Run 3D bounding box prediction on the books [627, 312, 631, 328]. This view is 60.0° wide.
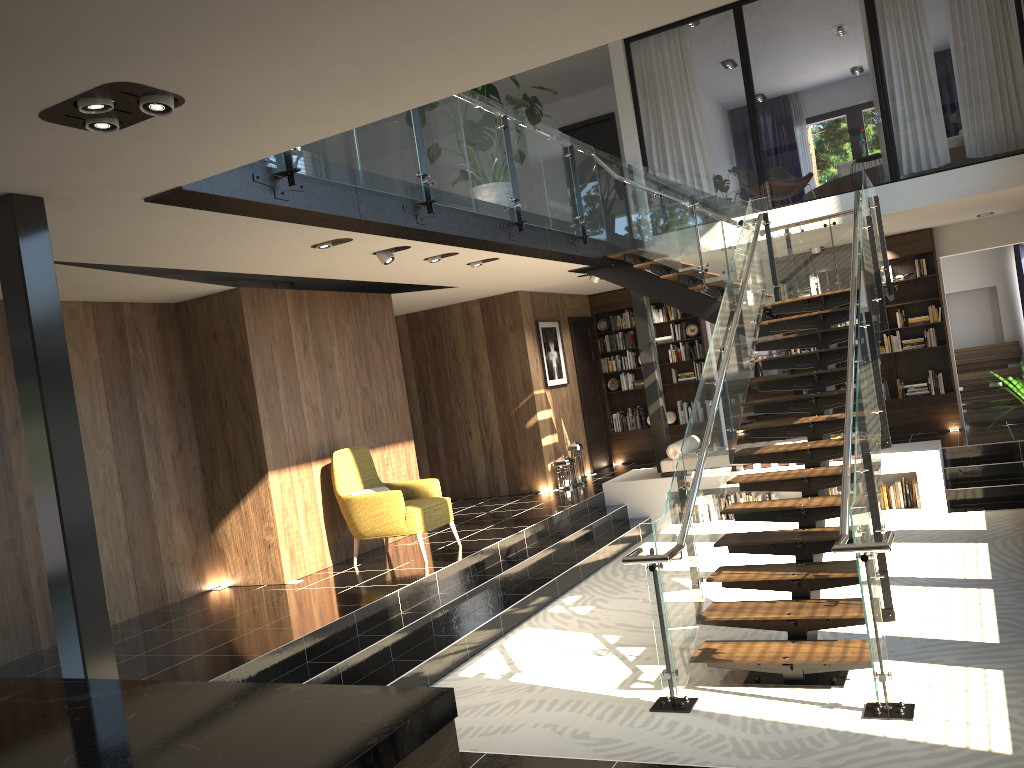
[{"bbox_3d":[1.848,-0.997,13.748,0.020,0.245,0.228,-8,0,27],"label":"books"}]

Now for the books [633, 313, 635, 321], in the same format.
[{"bbox_3d":[1.935,-0.996,13.729,0.030,0.217,0.165,-8,0,27],"label":"books"}]

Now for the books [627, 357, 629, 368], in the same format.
[{"bbox_3d":[1.841,-0.344,13.825,0.027,0.214,0.159,-8,0,27],"label":"books"}]

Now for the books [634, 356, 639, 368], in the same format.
[{"bbox_3d":[1.929,-0.341,13.770,0.015,0.181,0.136,-8,0,27],"label":"books"}]

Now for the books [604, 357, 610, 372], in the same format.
[{"bbox_3d":[1.513,-0.304,13.958,0.022,0.235,0.194,-8,0,27],"label":"books"}]

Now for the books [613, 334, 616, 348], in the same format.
[{"bbox_3d":[1.644,-0.653,13.879,0.018,0.256,0.172,-8,0,27],"label":"books"}]

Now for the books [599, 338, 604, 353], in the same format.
[{"bbox_3d":[1.426,-0.607,13.991,0.023,0.231,0.143,-8,0,27],"label":"books"}]

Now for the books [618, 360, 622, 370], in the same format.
[{"bbox_3d":[1.715,-0.301,13.879,0.026,0.167,0.173,-8,0,27],"label":"books"}]

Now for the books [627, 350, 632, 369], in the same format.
[{"bbox_3d":[1.845,-0.380,13.793,0.018,0.284,0.197,-8,0,27],"label":"books"}]

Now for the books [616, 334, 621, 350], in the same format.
[{"bbox_3d":[1.687,-0.659,13.866,0.032,0.255,0.159,-8,0,27],"label":"books"}]

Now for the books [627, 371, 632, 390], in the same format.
[{"bbox_3d":[1.847,-0.056,13.824,0.032,0.279,0.133,-8,0,27],"label":"books"}]

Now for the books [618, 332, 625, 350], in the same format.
[{"bbox_3d":[1.727,-0.675,13.824,0.033,0.273,0.189,-8,0,27],"label":"books"}]

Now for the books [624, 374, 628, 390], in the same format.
[{"bbox_3d":[1.807,-0.033,13.862,0.032,0.245,0.120,-8,0,27],"label":"books"}]

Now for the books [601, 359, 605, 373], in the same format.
[{"bbox_3d":[1.467,-0.291,14.022,0.030,0.224,0.165,-8,0,27],"label":"books"}]

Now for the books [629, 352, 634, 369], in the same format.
[{"bbox_3d":[1.882,-0.373,13.778,0.021,0.260,0.197,-8,0,27],"label":"books"}]

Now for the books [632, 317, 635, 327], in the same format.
[{"bbox_3d":[1.914,-0.958,13.754,0.040,0.149,0.125,-8,0,27],"label":"books"}]

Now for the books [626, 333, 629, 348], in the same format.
[{"bbox_3d":[1.820,-0.674,13.796,0.024,0.242,0.144,-8,0,27],"label":"books"}]

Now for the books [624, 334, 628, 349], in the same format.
[{"bbox_3d":[1.802,-0.665,13.800,0.014,0.230,0.172,-8,0,27],"label":"books"}]

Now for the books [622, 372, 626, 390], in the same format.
[{"bbox_3d":[1.771,-0.042,13.851,0.018,0.275,0.143,-8,0,27],"label":"books"}]

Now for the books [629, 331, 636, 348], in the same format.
[{"bbox_3d":[1.869,-0.693,13.776,0.035,0.266,0.133,-8,0,27],"label":"books"}]

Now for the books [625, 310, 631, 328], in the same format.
[{"bbox_3d":[1.820,-1.009,13.734,0.012,0.278,0.227,-8,0,27],"label":"books"}]

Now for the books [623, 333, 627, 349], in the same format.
[{"bbox_3d":[1.788,-0.667,13.821,0.028,0.240,0.148,-8,0,27],"label":"books"}]

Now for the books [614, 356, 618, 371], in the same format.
[{"bbox_3d":[1.664,-0.327,13.911,0.036,0.235,0.169,-8,0,27],"label":"books"}]

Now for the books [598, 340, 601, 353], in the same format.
[{"bbox_3d":[1.416,-0.597,14.018,0.023,0.215,0.147,-8,0,27],"label":"books"}]

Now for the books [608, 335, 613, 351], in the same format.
[{"bbox_3d":[1.573,-0.645,13.908,0.027,0.260,0.180,-8,0,27],"label":"books"}]

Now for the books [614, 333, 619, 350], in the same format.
[{"bbox_3d":[1.652,-0.659,13.854,0.019,0.264,0.174,-8,0,27],"label":"books"}]

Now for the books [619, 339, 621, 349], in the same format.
[{"bbox_3d":[1.712,-0.646,13.850,0.024,0.220,0.123,-8,0,27],"label":"books"}]

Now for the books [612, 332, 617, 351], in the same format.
[{"bbox_3d":[1.628,-0.667,13.889,0.015,0.287,0.154,-8,0,27],"label":"books"}]

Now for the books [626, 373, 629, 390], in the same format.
[{"bbox_3d":[1.827,-0.046,13.844,0.024,0.265,0.147,-8,0,27],"label":"books"}]

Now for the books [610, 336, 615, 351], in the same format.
[{"bbox_3d":[1.594,-0.639,13.875,0.039,0.243,0.179,-8,0,27],"label":"books"}]

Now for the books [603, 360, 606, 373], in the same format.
[{"bbox_3d":[1.500,-0.280,13.999,0.045,0.192,0.164,-8,0,27],"label":"books"}]

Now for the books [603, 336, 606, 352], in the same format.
[{"bbox_3d":[1.472,-0.626,13.988,0.066,0.255,0.127,-8,0,27],"label":"books"}]

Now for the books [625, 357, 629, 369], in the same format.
[{"bbox_3d":[1.809,-0.329,13.816,0.025,0.194,0.172,-8,0,27],"label":"books"}]

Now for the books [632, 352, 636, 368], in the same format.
[{"bbox_3d":[1.912,-0.370,13.787,0.023,0.245,0.133,-8,0,27],"label":"books"}]

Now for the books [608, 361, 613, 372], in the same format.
[{"bbox_3d":[1.572,-0.280,13.961,0.037,0.169,0.148,-8,0,27],"label":"books"}]

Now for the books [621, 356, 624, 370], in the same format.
[{"bbox_3d":[1.750,-0.331,13.867,0.053,0.216,0.151,-8,0,27],"label":"books"}]

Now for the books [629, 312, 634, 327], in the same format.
[{"bbox_3d":[1.871,-0.995,13.748,0.020,0.235,0.206,-8,0,27],"label":"books"}]

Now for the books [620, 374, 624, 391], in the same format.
[{"bbox_3d":[1.747,-0.030,13.852,0.026,0.257,0.192,-8,0,27],"label":"books"}]

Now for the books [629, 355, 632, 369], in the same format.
[{"bbox_3d":[1.873,-0.347,13.798,0.018,0.210,0.157,-8,0,27],"label":"books"}]

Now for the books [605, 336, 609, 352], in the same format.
[{"bbox_3d":[1.526,-0.635,13.930,0.035,0.255,0.183,-8,0,27],"label":"books"}]

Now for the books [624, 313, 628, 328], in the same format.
[{"bbox_3d":[1.807,-0.988,13.743,0.025,0.239,0.219,-8,0,27],"label":"books"}]

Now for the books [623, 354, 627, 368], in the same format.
[{"bbox_3d":[1.791,-0.351,13.836,0.020,0.243,0.154,-8,0,27],"label":"books"}]

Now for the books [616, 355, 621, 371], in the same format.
[{"bbox_3d":[1.682,-0.331,13.879,0.026,0.237,0.164,-8,0,27],"label":"books"}]

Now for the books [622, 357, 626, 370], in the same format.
[{"bbox_3d":[1.766,-0.328,13.821,0.016,0.206,0.204,-8,0,27],"label":"books"}]

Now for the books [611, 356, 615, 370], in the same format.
[{"bbox_3d":[1.615,-0.320,13.952,0.019,0.236,0.139,-8,0,27],"label":"books"}]

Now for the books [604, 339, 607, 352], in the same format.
[{"bbox_3d":[1.505,-0.606,13.945,0.025,0.204,0.191,-8,0,27],"label":"books"}]

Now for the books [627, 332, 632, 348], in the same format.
[{"bbox_3d":[1.842,-0.687,13.789,0.025,0.263,0.147,-8,0,27],"label":"books"}]

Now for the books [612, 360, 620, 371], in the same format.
[{"bbox_3d":[1.630,-0.294,13.915,0.035,0.180,0.164,-8,0,27],"label":"books"}]

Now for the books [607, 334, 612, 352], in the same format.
[{"bbox_3d":[1.549,-0.644,13.914,0.022,0.267,0.197,-8,0,27],"label":"books"}]

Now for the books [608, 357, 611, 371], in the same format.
[{"bbox_3d":[1.552,-0.308,13.991,0.018,0.232,0.123,-8,0,27],"label":"books"}]

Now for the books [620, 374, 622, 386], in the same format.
[{"bbox_3d":[1.743,-0.032,13.895,0.020,0.264,0.152,-8,0,27],"label":"books"}]

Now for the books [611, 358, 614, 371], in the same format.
[{"bbox_3d":[1.603,-0.304,13.967,0.018,0.208,0.126,-8,0,27],"label":"books"}]

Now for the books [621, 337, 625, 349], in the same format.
[{"bbox_3d":[1.753,-0.636,13.801,0.025,0.188,0.181,-8,0,27],"label":"books"}]
